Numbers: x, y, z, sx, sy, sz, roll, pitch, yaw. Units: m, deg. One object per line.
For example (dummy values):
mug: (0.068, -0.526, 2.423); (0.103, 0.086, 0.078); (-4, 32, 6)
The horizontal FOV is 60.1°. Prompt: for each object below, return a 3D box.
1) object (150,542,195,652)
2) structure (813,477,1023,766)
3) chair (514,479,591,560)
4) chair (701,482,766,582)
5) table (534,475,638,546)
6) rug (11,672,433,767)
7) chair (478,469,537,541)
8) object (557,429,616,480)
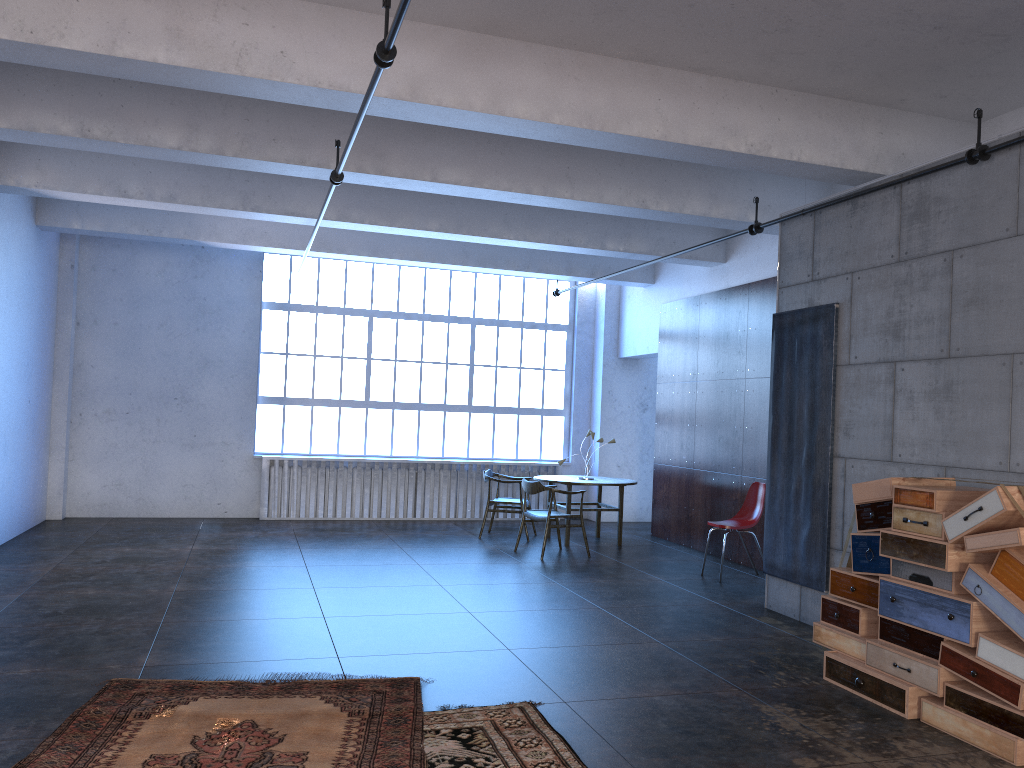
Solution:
object: (3.990, 1.876, 0.559); (19.996, 0.001, 26.870); (3, -2, -17)
structure: (2.414, 1.168, 4.887); (0.646, 1.314, 1.890); (3, -2, -17)
chair: (0.462, 1.516, 10.032); (0.686, 0.864, 0.714); (3, -2, -30)
chair: (2.313, 1.489, 8.982); (0.664, 0.987, 0.422); (3, -1, -18)
table: (0.910, 1.626, 11.177); (1.288, 0.851, 1.333); (1, -2, 26)
rug: (-1.174, 1.596, 3.407); (1.888, 0.048, 3.503); (3, -2, -7)
chair: (-0.037, 1.543, 11.328); (0.669, 0.864, 0.733); (2, -1, 9)
object: (0.949, 0.885, 11.177); (0.783, 0.624, 0.237); (3, -1, -16)
